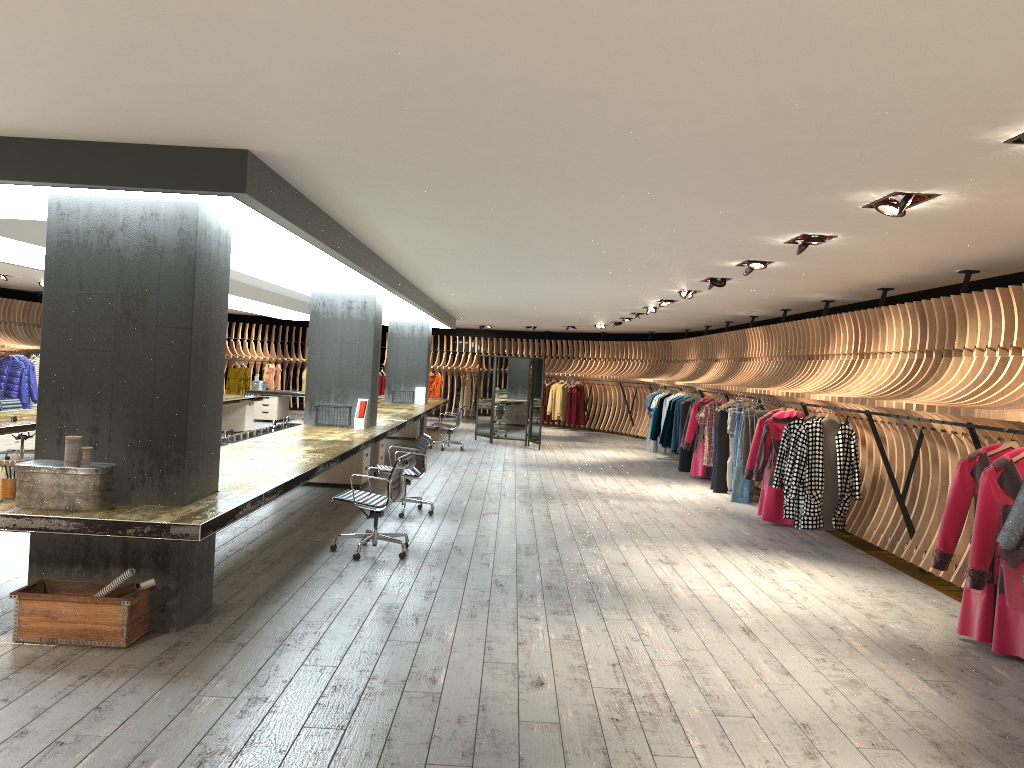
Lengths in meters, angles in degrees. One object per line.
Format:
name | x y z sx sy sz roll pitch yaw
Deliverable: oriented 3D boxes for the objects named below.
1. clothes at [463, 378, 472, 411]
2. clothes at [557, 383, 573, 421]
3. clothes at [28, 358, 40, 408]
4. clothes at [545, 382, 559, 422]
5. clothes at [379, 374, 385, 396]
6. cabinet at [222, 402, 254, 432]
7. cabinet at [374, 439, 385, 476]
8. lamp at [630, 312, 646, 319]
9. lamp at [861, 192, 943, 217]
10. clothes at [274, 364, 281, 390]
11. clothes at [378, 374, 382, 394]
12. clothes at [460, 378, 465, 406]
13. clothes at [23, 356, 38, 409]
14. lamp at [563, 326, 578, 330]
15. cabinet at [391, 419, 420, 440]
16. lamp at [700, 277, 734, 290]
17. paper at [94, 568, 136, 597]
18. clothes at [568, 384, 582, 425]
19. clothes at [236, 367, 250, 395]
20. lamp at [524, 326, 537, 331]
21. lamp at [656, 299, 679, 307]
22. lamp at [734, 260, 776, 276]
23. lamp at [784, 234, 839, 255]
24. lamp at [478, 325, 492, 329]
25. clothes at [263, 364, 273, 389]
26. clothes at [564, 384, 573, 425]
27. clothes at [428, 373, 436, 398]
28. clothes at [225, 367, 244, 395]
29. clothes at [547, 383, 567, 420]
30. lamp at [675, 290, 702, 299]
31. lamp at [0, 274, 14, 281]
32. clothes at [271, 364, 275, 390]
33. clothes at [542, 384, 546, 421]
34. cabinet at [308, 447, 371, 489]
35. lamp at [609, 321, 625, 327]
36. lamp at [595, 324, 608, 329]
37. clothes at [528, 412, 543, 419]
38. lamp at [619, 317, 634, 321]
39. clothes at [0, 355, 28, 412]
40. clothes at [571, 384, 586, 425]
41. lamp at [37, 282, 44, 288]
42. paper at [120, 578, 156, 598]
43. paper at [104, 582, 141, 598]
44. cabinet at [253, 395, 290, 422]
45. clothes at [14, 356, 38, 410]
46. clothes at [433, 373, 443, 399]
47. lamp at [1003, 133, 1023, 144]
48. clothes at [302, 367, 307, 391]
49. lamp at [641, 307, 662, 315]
clothes | -1.332 0.300 26.422 0.096 0.988 0.465 3 0 17
clothes | 1.529 0.503 24.562 0.152 1.053 0.777 3 0 41
clothes | -9.807 -0.017 18.367 0.752 1.062 0.128 3 0 -2
clothes | 1.150 0.516 24.936 0.443 1.129 0.127 3 0 -38
clothes | -3.954 0.373 26.708 0.093 1.337 0.552 3 0 -30
cabinet | -5.979 0.671 18.300 1.131 0.630 0.593 3 1 0
cabinet | -2.460 0.968 12.922 1.131 0.630 0.593 3 1 0
lamp | 2.333 -1.345 16.433 0.269 0.286 0.493 3 1 0
lamp | 2.309 -1.124 5.268 0.269 0.294 0.493 3 1 0
clothes | -6.814 0.001 25.755 0.125 1.156 0.447 3 0 -35
clothes | -4.119 0.364 26.693 0.093 1.337 0.552 3 0 -45
clothes | -1.450 0.293 26.449 0.096 0.988 0.465 3 0 12
clothes | -9.969 0.053 17.867 0.885 1.239 0.245 3 0 -3
lamp | 1.515 -1.508 22.664 0.269 0.292 0.493 3 1 -32
cabinet | -2.570 0.843 18.977 1.131 0.630 0.593 3 1 0
lamp | 2.319 -1.218 10.053 0.269 0.291 0.493 3 1 0
paper | -2.350 1.221 4.941 0.572 0.460 0.043 3 0 18
clothes | 1.789 0.563 24.288 0.444 1.129 0.127 3 0 -3
clothes | -7.669 0.030 25.121 0.665 1.044 0.168 3 0 31
lamp | 0.536 -1.585 23.911 0.269 0.294 0.493 3 1 -45
lamp | 2.326 -1.278 13.243 0.269 0.296 0.493 3 1 0
lamp | 2.316 -1.185 8.458 0.269 0.294 0.493 3 1 0
lamp | 2.312 -1.154 6.863 0.269 0.295 0.493 3 1 0
lamp | -0.735 -1.674 24.859 0.493 0.292 0.269 4 1 33
clothes | -7.052 -0.009 25.606 0.447 1.156 0.125 3 0 35
clothes | 1.675 0.555 24.414 0.443 1.129 0.127 3 0 -28
clothes | -2.472 0.107 26.663 0.201 0.881 0.839 3 1 30
clothes | -7.800 0.026 24.994 0.665 1.044 0.168 3 0 31
clothes | 1.373 0.491 24.719 0.777 1.053 0.151 3 0 1
lamp | 2.323 -1.253 11.648 0.269 0.284 0.493 3 1 0
lamp | -8.888 -1.932 15.356 0.269 0.294 0.493 3 1 0
clothes | -6.956 -0.005 25.672 0.125 1.156 0.447 3 0 -30
clothes | 0.898 0.498 25.167 0.126 1.129 0.444 3 0 -8
cabinet | -2.463 0.994 11.569 1.131 0.630 0.593 3 1 0
lamp | 2.337 -1.405 19.622 0.269 0.291 0.493 3 1 -4
lamp | 2.131 -1.449 21.202 0.269 0.287 0.493 3 1 -20
clothes | 0.718 0.484 25.337 0.444 1.129 0.127 3 0 -3
lamp | 2.336 -1.372 18.027 0.269 0.294 0.493 3 1 0
clothes | -10.049 0.062 17.547 0.880 1.260 0.242 3 0 -3
clothes | 1.838 0.568 24.209 0.443 1.129 0.127 3 0 -28
lamp | -8.884 -1.967 16.951 0.269 0.286 0.493 3 1 0
paper | -2.349 1.248 5.000 0.624 0.290 0.041 3 0 -18
paper | -2.391 1.247 4.976 0.723 0.365 0.047 3 0 20
cabinet | -5.969 0.599 22.002 0.593 0.630 1.132 3 1 0
clothes | -9.890 0.059 17.688 0.883 1.246 0.249 3 0 -3
clothes | -2.231 0.121 26.612 0.200 0.881 0.840 3 1 -20
lamp | 2.305 -1.088 3.673 0.269 0.302 0.493 3 1 0
clothes | -6.056 -0.062 26.152 0.250 0.889 0.705 3 1 -39
lamp | 2.329 -1.306 14.838 0.269 0.301 0.493 3 1 0
